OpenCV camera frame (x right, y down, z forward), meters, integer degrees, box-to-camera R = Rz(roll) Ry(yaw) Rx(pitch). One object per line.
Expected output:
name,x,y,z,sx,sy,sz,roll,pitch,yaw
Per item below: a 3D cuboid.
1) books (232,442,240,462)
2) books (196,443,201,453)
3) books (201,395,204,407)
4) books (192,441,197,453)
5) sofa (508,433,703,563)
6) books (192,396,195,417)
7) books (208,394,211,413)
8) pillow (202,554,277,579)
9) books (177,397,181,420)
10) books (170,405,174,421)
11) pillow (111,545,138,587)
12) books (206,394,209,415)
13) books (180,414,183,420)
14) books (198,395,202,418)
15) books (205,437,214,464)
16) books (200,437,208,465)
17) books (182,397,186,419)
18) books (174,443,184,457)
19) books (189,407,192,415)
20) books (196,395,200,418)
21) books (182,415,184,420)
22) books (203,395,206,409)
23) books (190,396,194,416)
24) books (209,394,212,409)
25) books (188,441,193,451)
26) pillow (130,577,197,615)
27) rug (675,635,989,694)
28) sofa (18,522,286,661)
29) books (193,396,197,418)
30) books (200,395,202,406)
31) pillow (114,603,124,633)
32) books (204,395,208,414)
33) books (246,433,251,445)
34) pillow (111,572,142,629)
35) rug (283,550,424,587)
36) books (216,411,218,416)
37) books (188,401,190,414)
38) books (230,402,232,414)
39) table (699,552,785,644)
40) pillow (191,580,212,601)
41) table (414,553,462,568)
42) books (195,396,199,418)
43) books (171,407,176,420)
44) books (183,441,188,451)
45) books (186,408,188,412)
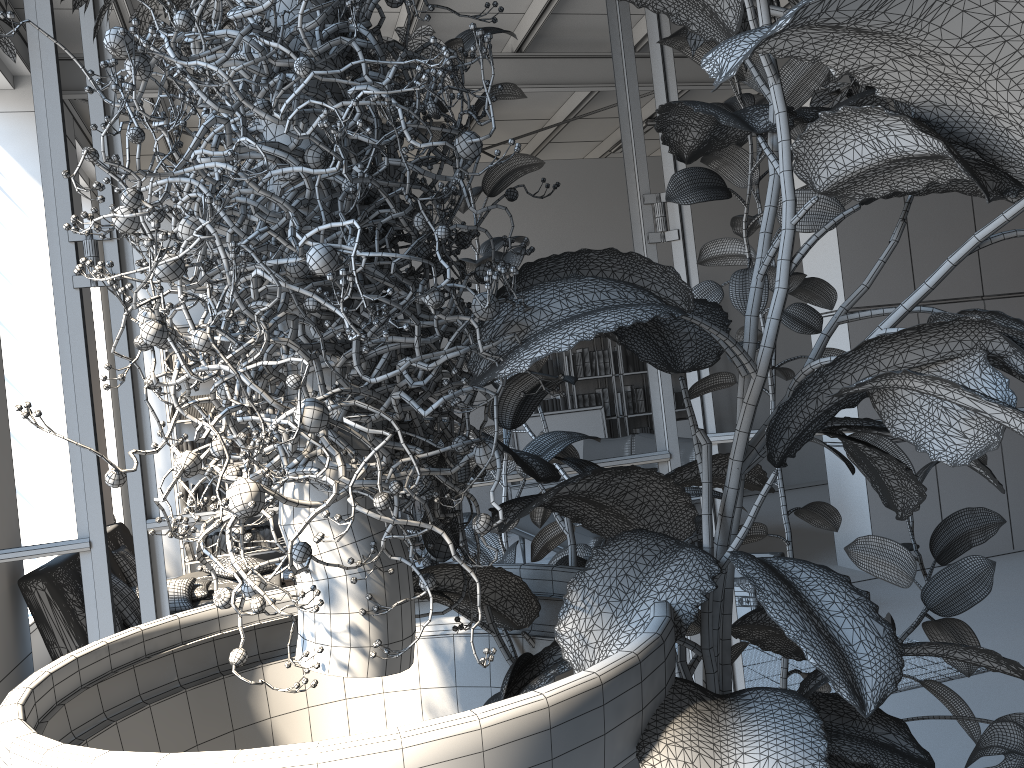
books,-2.509,0.572,8.027,0.091,0.266,0.195,-6,-1,-15
books,-2.855,0.631,8.115,0.033,0.240,0.156,-6,-1,-15
books,-2.781,0.204,7.998,0.014,0.207,0.157,-6,-1,-15
books,-2.887,0.635,8.106,0.033,0.240,0.156,-6,-1,-15
sofa,0.627,0.857,6.272,0.952,0.948,2.347,-6,-1,-15
books,-2.859,0.213,7.977,0.014,0.207,0.157,-6,-1,-15
books,-2.729,0.199,8.013,0.014,0.207,0.157,-6,-1,-15
pillow,-1.900,1.277,6.188,0.375,0.177,0.407,-7,-1,35
books,-2.976,0.225,7.945,0.014,0.207,0.157,-6,-1,-15
books,-3.034,0.228,7.928,0.073,0.201,0.156,-6,-1,-17
pillow,-2.451,1.219,5.742,0.190,0.357,0.422,-6,-1,-16
books,-2.742,0.200,8.009,0.014,0.207,0.157,-6,-1,-15
books,-2.963,0.224,7.948,0.014,0.207,0.157,-6,-1,-15
books,-2.807,0.207,7.991,0.014,0.207,0.157,-6,-1,-15
books,-2.764,0.609,8.119,0.056,0.270,0.195,-6,-1,-15
books,-2.816,0.614,8.113,0.047,0.270,0.182,-6,-1,-15
books,-2.937,0.221,7.955,0.014,0.207,0.157,-6,-1,-15
books,-3.016,0.649,8.061,0.045,0.241,0.174,-6,-1,-3
books,-2.885,0.215,7.970,0.014,0.207,0.157,-6,-1,-15
books,-2.820,0.209,7.988,0.014,0.207,0.157,-6,-1,-15
books,-2.950,0.222,7.952,0.014,0.207,0.157,-6,-1,-15
books,-2.768,0.203,8.002,0.014,0.207,0.157,-6,-1,-15
books,-2.872,0.214,7.973,0.014,0.207,0.157,-6,-1,-15
books,-2.716,0.198,8.016,0.014,0.207,0.157,-6,-1,-15
books,-2.919,0.639,8.088,0.040,0.240,0.174,-6,-1,-15
pillow,-2.069,1.259,5.196,0.406,0.190,0.359,-6,-1,-15
rug,0.688,1.306,4.525,1.961,0.007,2.524,-6,-1,-15
sofa,-2.101,1.265,5.755,1.206,0.734,3.193,-6,-1,-15
books,-2.846,0.211,7.980,0.014,0.207,0.157,-6,-1,-15
books,-2.794,0.206,7.995,0.014,0.207,0.157,-6,-1,-15
pillow,-2.093,1.206,4.530,0.186,0.404,0.394,-6,-1,-26
books,-2.755,0.202,8.005,0.014,0.207,0.157,-6,-1,-15
books,-2.391,0.571,8.056,0.057,0.244,0.180,-6,-1,-15
pillow,-2.111,1.176,4.785,0.252,0.404,0.512,-6,-1,-19
rug,-0.997,1.529,6.834,1.961,0.007,2.524,-6,-1,-15
books,-2.677,0.193,8.027,0.014,0.207,0.157,-6,-1,-15
books,-2.898,0.217,7.966,0.014,0.207,0.157,-6,-1,-15
books,-2.553,0.135,8.030,0.071,0.304,0.224,-6,-1,-15
table,1.072,1.112,4.652,0.706,0.330,0.667,-7,-1,30
pillow,-2.079,1.303,5.447,0.453,0.157,0.488,-6,-1,-15
table,-0.479,1.297,5.541,0.667,0.330,0.706,-6,-1,-15
books,-2.833,0.210,7.984,0.014,0.207,0.157,-6,-1,-15
books,-3.021,0.231,7.932,0.073,0.201,0.156,-6,-1,-17
books,-2.957,0.643,8.078,0.040,0.240,0.174,-6,-1,-15
books,-2.911,0.218,7.962,0.014,0.207,0.157,-6,-1,-15
